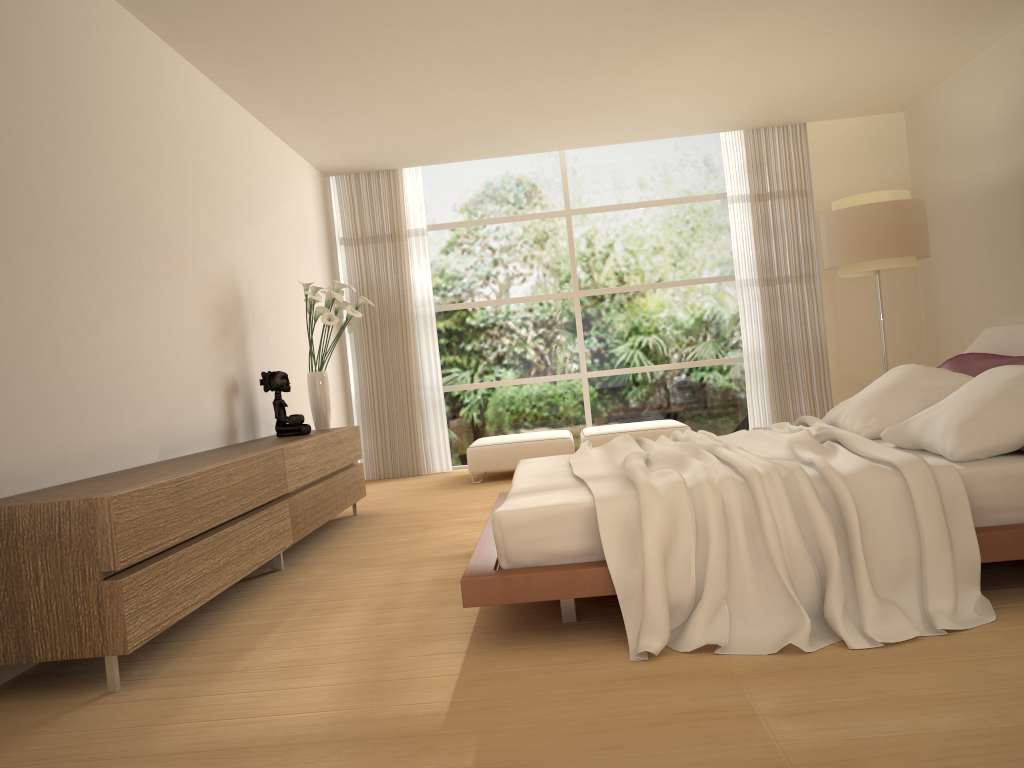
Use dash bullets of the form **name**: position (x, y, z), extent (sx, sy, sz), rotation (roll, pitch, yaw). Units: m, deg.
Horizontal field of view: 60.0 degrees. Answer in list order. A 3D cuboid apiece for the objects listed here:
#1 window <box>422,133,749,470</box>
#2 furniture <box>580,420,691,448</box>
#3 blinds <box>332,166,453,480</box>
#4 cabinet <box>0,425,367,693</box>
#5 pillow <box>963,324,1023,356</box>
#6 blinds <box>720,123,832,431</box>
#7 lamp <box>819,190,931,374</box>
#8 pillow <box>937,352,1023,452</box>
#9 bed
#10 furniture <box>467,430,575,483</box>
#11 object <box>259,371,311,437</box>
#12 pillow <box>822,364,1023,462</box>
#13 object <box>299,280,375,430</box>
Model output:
- **window**: position (0.661, -0.928, 9.177), extent (4.781, 3.371, 0.071), rotation (-6, 1, 3)
- **furniture**: position (1.130, 0.554, 8.209), extent (0.965, 0.346, 0.964), rotation (-6, 1, 3)
- **blinds**: position (-1.242, -0.727, 9.016), extent (0.950, 3.352, 0.211), rotation (-6, 1, 2)
- **cabinet**: position (-1.492, 0.698, 4.805), extent (0.588, 0.662, 3.713), rotation (-6, 1, 3)
- **pillow**: position (2.443, -0.054, 3.932), extent (0.461, 0.457, 1.779), rotation (-6, 1, 2)
- **blinds**: position (2.614, -1.111, 8.770), extent (0.814, 3.351, 0.202), rotation (-6, 1, 2)
- **lamp**: position (2.897, -0.448, 6.933), extent (0.817, 2.018, 0.817), rotation (-6, 1, -44)
- **pillow**: position (2.124, 0.051, 3.940), extent (0.575, 0.369, 1.683), rotation (-6, 1, 3)
- **bed**: position (1.130, 0.492, 3.947), extent (2.535, 0.570, 2.599), rotation (-6, 1, 3)
- **furniture**: position (0.101, 0.657, 8.261), extent (0.965, 0.346, 0.964), rotation (-6, 1, 3)
- **object**: position (-1.516, 0.127, 5.951), extent (0.282, 0.453, 0.181), rotation (-6, 1, 3)
- **pillow**: position (1.856, 0.092, 3.946), extent (0.561, 0.339, 1.720), rotation (-6, 1, 3)
- **object**: position (-1.281, -0.222, 6.429), extent (0.515, 1.085, 0.608), rotation (-6, 1, -39)
